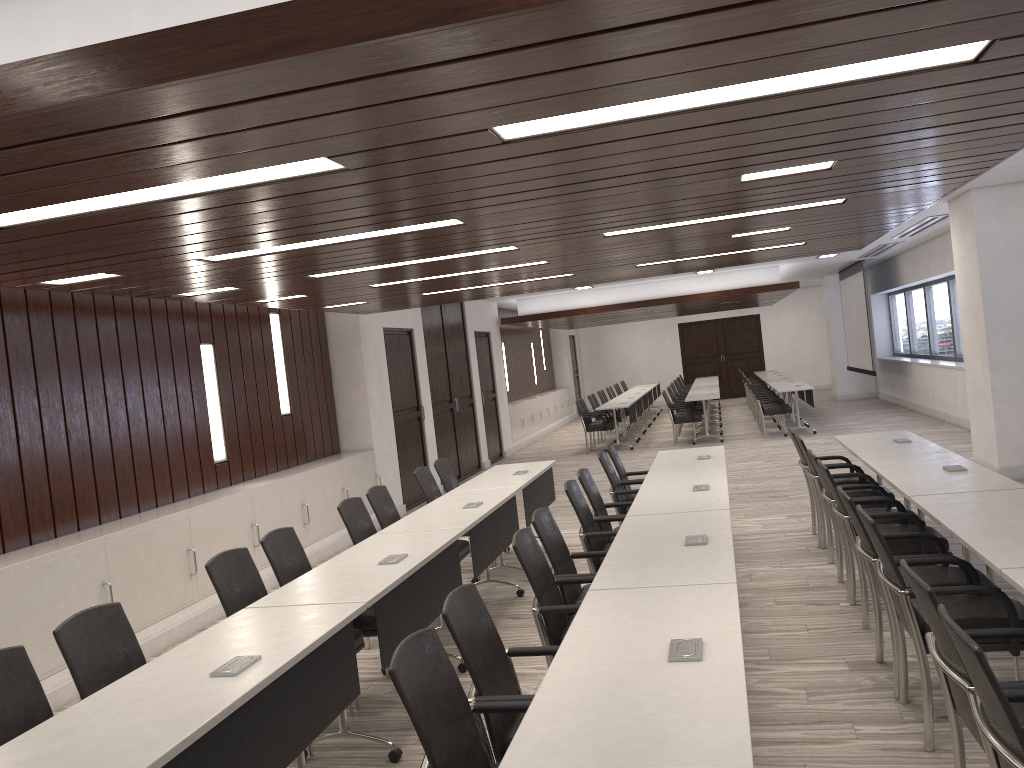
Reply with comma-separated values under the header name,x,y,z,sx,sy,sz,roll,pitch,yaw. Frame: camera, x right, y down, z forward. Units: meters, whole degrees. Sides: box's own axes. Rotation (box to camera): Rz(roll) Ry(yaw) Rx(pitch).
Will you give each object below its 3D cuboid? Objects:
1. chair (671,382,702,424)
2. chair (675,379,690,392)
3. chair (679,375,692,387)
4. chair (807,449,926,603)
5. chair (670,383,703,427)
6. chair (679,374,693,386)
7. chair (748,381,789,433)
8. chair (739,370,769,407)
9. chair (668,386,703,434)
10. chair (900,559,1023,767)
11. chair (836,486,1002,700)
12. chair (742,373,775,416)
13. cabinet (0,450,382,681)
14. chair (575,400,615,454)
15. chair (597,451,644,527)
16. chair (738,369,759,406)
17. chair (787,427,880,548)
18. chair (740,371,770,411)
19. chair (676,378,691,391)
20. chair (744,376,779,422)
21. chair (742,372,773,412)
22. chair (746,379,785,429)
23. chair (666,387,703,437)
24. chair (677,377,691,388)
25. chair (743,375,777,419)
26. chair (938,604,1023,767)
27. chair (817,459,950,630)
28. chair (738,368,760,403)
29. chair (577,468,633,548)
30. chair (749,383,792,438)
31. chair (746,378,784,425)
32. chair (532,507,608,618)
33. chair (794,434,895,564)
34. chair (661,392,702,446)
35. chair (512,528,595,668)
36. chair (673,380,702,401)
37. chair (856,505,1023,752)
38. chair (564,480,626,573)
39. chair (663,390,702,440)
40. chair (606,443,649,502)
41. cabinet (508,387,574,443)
name,x,y,z,sx,sy,sz,roll,pitch,yaw
chair,3.744,0.399,18.826,0.638,0.939,0.513,-6,1,14
chair,4.094,0.326,20.315,0.638,0.939,0.513,-6,1,13
chair,4.662,0.207,22.767,0.638,0.939,0.513,-6,1,13
chair,2.277,0.863,5.694,0.638,0.939,0.513,-6,1,14
chair,3.632,0.424,18.322,0.638,0.939,0.513,-6,1,13
chair,4.761,0.184,23.275,0.638,0.939,0.513,-6,1,12
chair,4.515,0.387,15.531,0.638,0.939,0.513,-6,1,13
chair,5.875,0.099,21.463,0.638,0.939,0.513,-6,1,13
chair,3.418,0.470,17.344,0.638,0.939,0.513,-6,1,13
chair,1.594,1.007,2.730,0.638,0.939,0.513,-6,1,12
chair,1.929,0.936,4.212,0.638,0.939,0.513,-6,1,13
chair,5.425,0.196,19.457,0.638,0.939,0.513,-6,1,13
cabinet,-2.574,1.308,6.699,0.476,0.698,7.540,-6,1,13
chair,1.494,0.724,15.698,0.638,0.939,0.513,-6,1,14
chair,1.044,0.972,7.003,0.638,0.939,0.513,-6,1,12
chair,6.093,0.053,22.427,0.638,0.939,0.513,-6,1,14
chair,2.604,0.792,7.174,0.638,0.939,0.513,-6,1,13
chair,5.754,0.125,20.944,0.638,0.939,0.513,-6,1,12
chair,4.313,0.279,21.290,0.638,0.939,0.513,-6,1,13
chair,5.076,0.268,17.981,0.638,0.939,0.513,-6,1,14
chair,5.549,0.170,19.968,0.638,0.939,0.513,-6,1,12
chair,4.738,0.340,16.507,0.638,0.939,0.513,-6,1,14
chair,3.301,0.495,16.838,0.638,0.939,0.513,-6,1,12
chair,4.436,0.254,21.794,0.638,0.939,0.513,-6,1,14
chair,5.195,0.243,18.491,0.638,0.939,0.513,-6,1,14
chair,1.473,1.032,2.220,0.638,0.939,0.513,-6,1,13
chair,2.166,0.887,5.184,0.638,0.939,0.513,-6,1,13
chair,6.217,0.027,22.933,0.638,0.939,0.513,-6,1,13
chair,0.815,1.020,6.028,0.638,0.939,0.513,-6,1,13
chair,4.399,0.412,15.022,0.638,0.939,0.513,-6,1,14
chair,4.871,0.314,17.012,0.638,0.939,0.513,-6,1,12
chair,0.476,1.092,4.559,0.638,0.939,0.513,-6,1,14
chair,2.504,0.815,6.663,0.638,0.939,0.513,-6,1,13
chair,2.960,0.567,15.355,0.638,0.939,0.513,-6,1,13
chair,0.376,1.115,4.038,0.638,0.939,0.513,-6,1,12
chair,3.968,0.352,19.807,0.638,0.939,0.513,-6,1,13
chair,1.824,0.959,3.698,0.638,0.939,0.513,-6,1,13
chair,0.697,1.045,5.519,0.638,0.939,0.513,-6,1,13
chair,3.066,0.543,15.877,0.638,0.939,0.513,-6,1,12
chair,1.164,0.947,7.516,0.638,0.939,0.513,-6,1,12
cabinet,0.642,0.626,20.753,0.476,0.698,7.540,-6,1,13
